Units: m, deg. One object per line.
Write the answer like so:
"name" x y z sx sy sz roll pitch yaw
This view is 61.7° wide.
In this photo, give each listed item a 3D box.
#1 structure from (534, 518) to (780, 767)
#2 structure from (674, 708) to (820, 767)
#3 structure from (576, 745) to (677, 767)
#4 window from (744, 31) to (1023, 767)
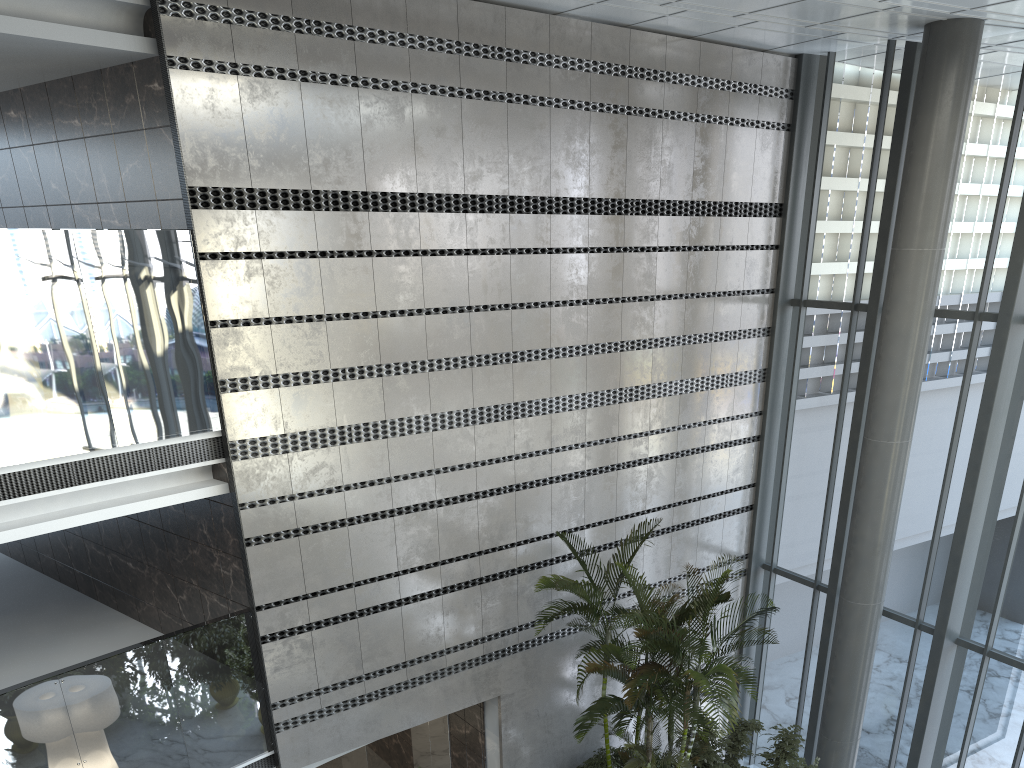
"structure" 1.422 3.766 9.118 2.425 5.121 2.306 -11 22 -26
"structure" 2.601 4.928 9.810 1.758 2.525 1.797 14 23 38
"structure" 1.401 5.187 10.716 1.386 1.702 1.036 2 19 7
"window" -0.396 1.854 3.178 18.572 11.090 12.433 -5 16 -20
